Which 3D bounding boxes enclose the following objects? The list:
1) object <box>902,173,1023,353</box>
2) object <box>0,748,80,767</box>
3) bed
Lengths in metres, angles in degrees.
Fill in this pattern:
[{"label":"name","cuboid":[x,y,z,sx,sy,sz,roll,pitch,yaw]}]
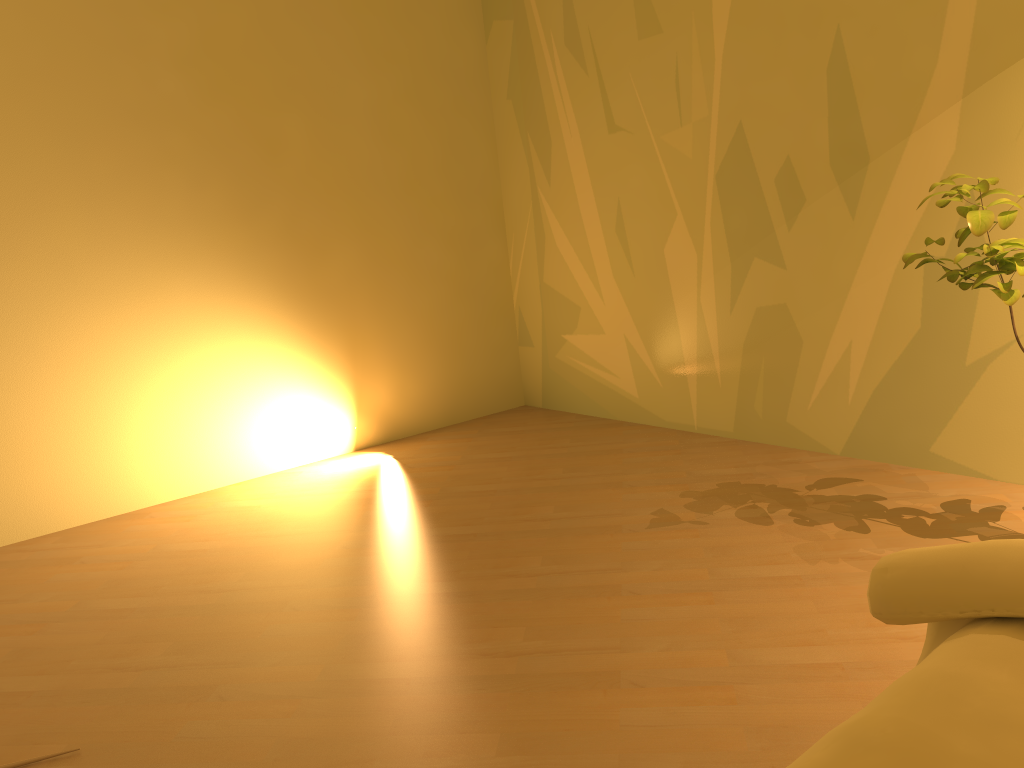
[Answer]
[{"label":"object","cuboid":[1.149,-0.065,1.732,0.372,0.944,0.828,-16,14,-43]},{"label":"object","cuboid":[-0.926,0.678,1.540,0.325,0.010,0.010,-9,11,-16]},{"label":"bed","cuboid":[1.072,0.168,0.679,2.378,0.894,1.286,-14,13,-36]}]
